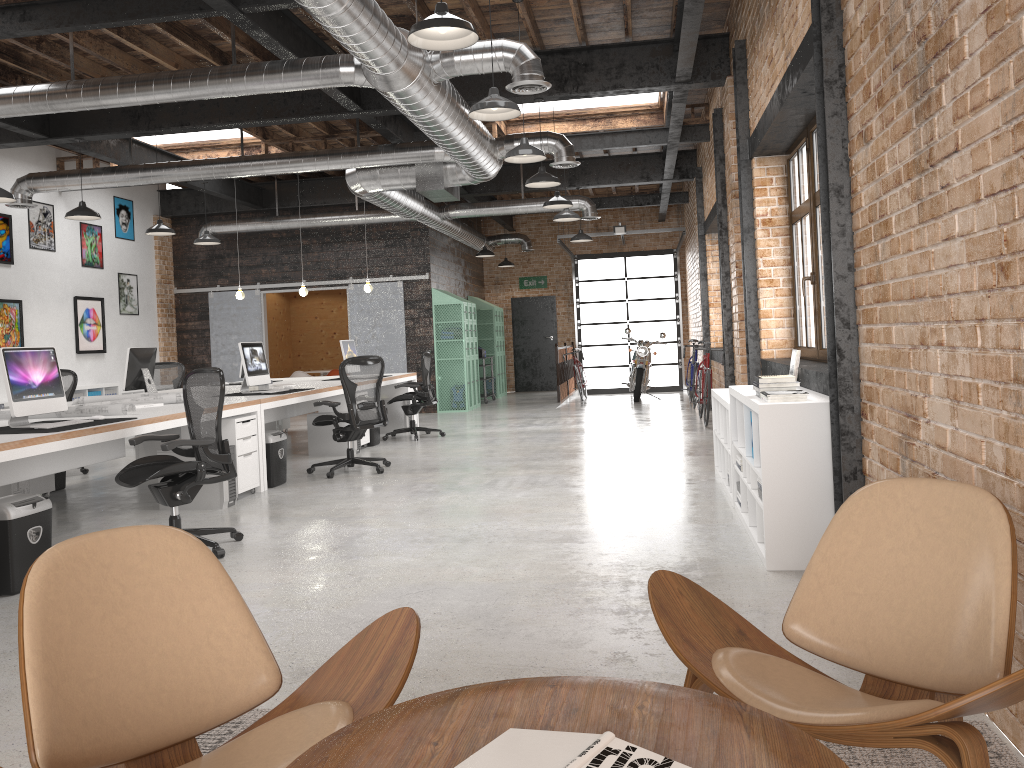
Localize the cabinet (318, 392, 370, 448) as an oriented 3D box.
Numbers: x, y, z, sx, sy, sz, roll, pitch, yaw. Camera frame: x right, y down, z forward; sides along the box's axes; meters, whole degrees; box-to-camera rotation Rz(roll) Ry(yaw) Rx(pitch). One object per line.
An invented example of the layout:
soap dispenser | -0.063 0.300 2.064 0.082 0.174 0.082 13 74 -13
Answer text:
cabinet | -1.909 0.429 10.081 0.459 0.648 0.388 -3 1 9

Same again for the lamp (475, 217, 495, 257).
lamp | -0.517 -2.984 16.056 0.362 1.338 0.362 -3 0 -14

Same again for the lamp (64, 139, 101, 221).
lamp | -4.674 -2.226 9.610 0.361 0.856 0.362 -3 0 16

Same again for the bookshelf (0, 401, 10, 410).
bookshelf | -6.375 0.575 10.941 0.400 0.684 1.546 -3 2 9

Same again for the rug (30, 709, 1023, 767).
rug | -0.200 1.114 1.286 2.728 0.004 3.000 -2 3 9

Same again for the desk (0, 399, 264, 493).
desk | -3.604 0.700 5.025 2.311 0.769 5.117 -2 3 9

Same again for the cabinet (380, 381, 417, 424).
cabinet | -1.592 0.308 12.200 0.459 0.648 0.388 -3 1 9

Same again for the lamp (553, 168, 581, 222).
lamp | 0.698 -2.575 11.590 0.361 0.856 0.362 -2 0 26

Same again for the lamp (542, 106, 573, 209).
lamp | 0.507 -2.760 10.399 0.361 1.363 0.362 -3 0 16

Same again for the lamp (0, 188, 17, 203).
lamp | -4.881 -2.405 8.302 0.362 1.363 0.362 -3 0 1

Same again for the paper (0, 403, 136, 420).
paper | -3.201 0.198 6.194 1.134 0.082 0.083 -3 1 3

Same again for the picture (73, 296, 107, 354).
picture | -6.280 -0.874 13.182 0.054 0.842 0.677 -3 1 9

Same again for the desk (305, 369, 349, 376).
desk | -3.064 0.075 17.387 1.998 0.731 0.999 -2 2 9

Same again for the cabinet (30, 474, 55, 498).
cabinet | -4.177 0.667 7.426 0.459 0.648 0.388 -3 1 9

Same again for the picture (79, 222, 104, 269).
picture | -6.329 -2.079 13.342 0.018 0.662 0.533 -3 1 9

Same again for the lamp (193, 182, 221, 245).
lamp | -4.265 -2.382 12.336 0.361 0.856 0.362 -2 0 26

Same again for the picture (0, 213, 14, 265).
picture | -6.609 -1.874 11.369 0.042 0.652 0.525 -3 1 9

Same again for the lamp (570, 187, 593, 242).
lamp | 1.096 -2.727 14.247 0.362 0.856 0.362 -3 0 -14

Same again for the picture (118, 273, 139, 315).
picture | -6.163 -1.441 14.235 0.018 0.662 0.533 -3 1 9

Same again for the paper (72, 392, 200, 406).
paper | -3.240 0.130 7.607 0.976 0.105 1.075 -4 3 -27

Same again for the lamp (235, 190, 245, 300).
lamp | -3.804 -2.004 12.278 0.123 1.678 0.123 -3 0 6

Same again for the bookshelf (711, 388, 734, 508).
bookshelf | 1.745 0.418 6.530 0.400 0.684 1.546 -3 2 9

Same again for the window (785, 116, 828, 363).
window | 2.445 -1.117 8.492 0.147 1.690 8.646 -3 3 9

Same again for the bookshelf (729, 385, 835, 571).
bookshelf | 1.518 0.448 4.993 0.400 0.799 1.546 -3 2 9

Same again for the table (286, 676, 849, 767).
table | 0.074 0.822 1.213 0.826 0.570 0.827 -3 2 -3

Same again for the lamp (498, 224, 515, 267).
lamp | -0.151 -3.123 18.499 0.362 1.338 0.362 -3 0 -14

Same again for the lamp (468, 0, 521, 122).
lamp | -0.137 -2.258 6.023 0.361 0.856 0.362 -2 0 26

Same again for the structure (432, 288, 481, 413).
structure | -0.941 -0.607 15.351 0.556 2.100 1.119 -3 1 9

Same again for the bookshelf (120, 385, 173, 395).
bookshelf | -5.916 0.400 14.009 0.400 0.684 1.546 -3 2 9

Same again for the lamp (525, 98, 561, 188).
lamp | 0.289 -2.420 8.865 0.361 0.856 0.362 -2 0 31

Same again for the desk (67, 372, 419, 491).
desk | -2.845 0.411 10.088 2.311 0.769 5.117 -2 3 9

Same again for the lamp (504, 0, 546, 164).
lamp | 0.081 -2.598 7.557 0.362 1.363 0.361 -3 0 -19

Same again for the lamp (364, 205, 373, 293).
lamp | -1.986 -2.075 12.005 0.123 1.678 0.123 -3 0 6

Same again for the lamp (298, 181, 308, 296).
lamp | -2.895 -2.039 12.141 0.123 1.678 0.123 -3 0 6

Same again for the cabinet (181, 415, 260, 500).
cabinet | -2.348 0.596 7.151 0.459 0.648 0.388 -3 1 9

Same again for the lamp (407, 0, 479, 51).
lamp | -0.380 -2.422 4.479 0.361 1.363 0.362 -3 0 26

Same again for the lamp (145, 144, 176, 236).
lamp | -4.456 -2.567 11.144 0.361 1.363 0.362 -3 0 16

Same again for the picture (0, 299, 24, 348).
picture | -6.536 -0.746 11.461 0.044 0.697 0.560 -3 1 9

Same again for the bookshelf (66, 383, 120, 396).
bookshelf | -6.147 0.430 12.481 0.400 0.799 1.546 -3 2 9

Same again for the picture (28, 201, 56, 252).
picture | -6.501 -2.181 12.244 0.018 0.662 0.533 -3 1 9

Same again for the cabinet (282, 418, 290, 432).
cabinet | -3.422 0.380 12.464 0.459 0.648 0.388 -3 1 9

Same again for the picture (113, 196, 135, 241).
picture | -6.223 -2.648 14.211 0.018 0.662 0.533 -3 1 9
